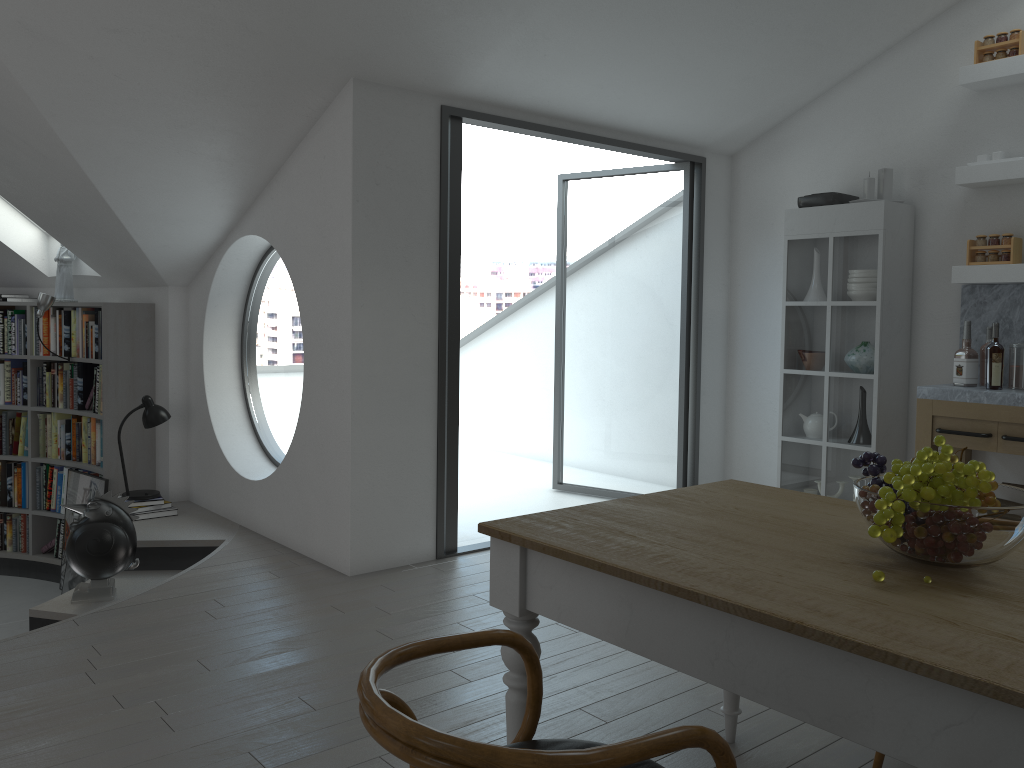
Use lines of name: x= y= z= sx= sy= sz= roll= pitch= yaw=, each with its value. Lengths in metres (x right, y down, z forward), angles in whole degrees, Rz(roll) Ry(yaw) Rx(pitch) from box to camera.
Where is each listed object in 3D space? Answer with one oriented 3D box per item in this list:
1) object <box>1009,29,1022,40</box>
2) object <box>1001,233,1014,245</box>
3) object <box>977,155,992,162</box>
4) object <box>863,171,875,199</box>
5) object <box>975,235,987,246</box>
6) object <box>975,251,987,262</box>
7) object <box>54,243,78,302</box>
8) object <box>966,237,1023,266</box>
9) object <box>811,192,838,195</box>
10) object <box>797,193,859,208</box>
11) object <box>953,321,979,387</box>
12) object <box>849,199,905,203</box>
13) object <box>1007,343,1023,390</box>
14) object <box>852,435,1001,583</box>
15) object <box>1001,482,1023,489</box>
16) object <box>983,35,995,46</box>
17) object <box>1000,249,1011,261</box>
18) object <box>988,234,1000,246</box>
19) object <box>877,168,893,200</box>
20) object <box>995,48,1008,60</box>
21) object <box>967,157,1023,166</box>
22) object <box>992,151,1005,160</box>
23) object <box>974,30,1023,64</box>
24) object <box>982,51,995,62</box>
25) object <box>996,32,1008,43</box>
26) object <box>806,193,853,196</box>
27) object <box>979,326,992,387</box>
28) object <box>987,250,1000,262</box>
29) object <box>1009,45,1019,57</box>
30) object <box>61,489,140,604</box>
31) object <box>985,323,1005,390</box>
object: x=2.670 y=-1.842 z=4.699 sx=0.058 sy=0.075 sz=0.059 roll=0 pitch=3 yaw=-16
object: x=2.655 y=-0.770 z=4.749 sx=0.058 sy=0.075 sz=0.059 roll=0 pitch=3 yaw=-16
object: x=2.568 y=-1.212 z=4.823 sx=0.057 sy=0.061 sz=0.058 roll=-2 pitch=4 yaw=-40
object: x=2.090 y=-1.150 z=5.189 sx=0.054 sy=0.196 sz=0.054 roll=0 pitch=3 yaw=-15
object: x=2.569 y=-0.779 z=4.852 sx=0.058 sy=0.075 sz=0.059 roll=0 pitch=3 yaw=-16
object: x=2.568 y=-0.693 z=4.856 sx=0.058 sy=0.075 sz=0.059 roll=0 pitch=3 yaw=-16
object: x=-3.286 y=-0.832 z=6.505 sx=0.179 sy=0.472 sz=0.179 roll=-1 pitch=3 yaw=-31
object: x=2.611 y=-0.712 z=4.801 sx=0.120 sy=0.146 sz=0.237 roll=-2 pitch=5 yaw=-40
object: x=1.941 y=-1.104 z=5.443 sx=0.170 sy=0.119 sz=0.170 roll=-2 pitch=5 yaw=-40
object: x=1.941 y=-1.085 z=5.444 sx=0.299 sy=0.119 sz=0.299 roll=-3 pitch=5 yaw=-40
object: x=2.445 y=-0.161 z=4.769 sx=0.085 sy=0.359 sz=0.088 roll=0 pitch=3 yaw=-18
object: x=2.142 y=-1.061 z=5.208 sx=0.295 sy=0.025 sz=0.151 roll=0 pitch=4 yaw=-16
object: x=2.690 y=-0.114 z=4.622 sx=0.184 sy=0.286 sz=0.184 roll=0 pitch=3 yaw=-16
object: x=0.878 y=0.237 z=1.854 sx=0.292 sy=0.284 sz=0.394 roll=2 pitch=4 yaw=14
object: x=2.666 y=0.574 z=4.534 sx=0.104 sy=0.102 sz=0.292 roll=-2 pitch=5 yaw=-42
object: x=2.585 y=-1.851 z=4.803 sx=0.058 sy=0.075 sz=0.059 roll=0 pitch=3 yaw=-16
object: x=2.653 y=-0.684 z=4.753 sx=0.058 sy=0.075 sz=0.059 roll=0 pitch=3 yaw=-16
object: x=2.612 y=-0.775 z=4.800 sx=0.058 sy=0.075 sz=0.059 roll=0 pitch=3 yaw=-16
object: x=2.194 y=-1.158 z=5.216 sx=0.072 sy=0.211 sz=0.071 roll=0 pitch=3 yaw=-16
object: x=2.626 y=-1.760 z=4.755 sx=0.058 sy=0.075 sz=0.059 roll=0 pitch=3 yaw=-16
object: x=2.614 y=-1.185 z=4.766 sx=0.113 sy=0.025 sz=0.295 roll=-3 pitch=6 yaw=-39
object: x=2.614 y=-1.212 z=4.765 sx=0.054 sy=0.071 sz=0.054 roll=-2 pitch=4 yaw=-40
object: x=2.627 y=-1.784 z=4.752 sx=0.120 sy=0.146 sz=0.237 roll=-2 pitch=5 yaw=-40
object: x=2.583 y=-1.765 z=4.807 sx=0.058 sy=0.075 sz=0.059 roll=0 pitch=3 yaw=-16
object: x=2.627 y=-1.847 z=4.751 sx=0.058 sy=0.075 sz=0.059 roll=0 pitch=3 yaw=-16
object: x=1.941 y=-1.095 z=5.444 sx=0.238 sy=0.119 sz=0.238 roll=-2 pitch=5 yaw=-40
object: x=2.564 y=-0.145 z=4.768 sx=0.085 sy=0.330 sz=0.085 roll=-1 pitch=3 yaw=-31
object: x=2.611 y=-0.689 z=4.804 sx=0.058 sy=0.075 sz=0.059 roll=0 pitch=3 yaw=-16
object: x=2.669 y=-1.756 z=4.703 sx=0.058 sy=0.075 sz=0.059 roll=0 pitch=3 yaw=-16
object: x=-2.119 y=0.821 z=4.566 sx=0.321 sy=0.562 sz=0.320 roll=2 pitch=3 yaw=23
object: x=2.493 y=-0.138 z=4.578 sx=0.093 sy=0.358 sz=0.092 roll=1 pitch=3 yaw=-5
